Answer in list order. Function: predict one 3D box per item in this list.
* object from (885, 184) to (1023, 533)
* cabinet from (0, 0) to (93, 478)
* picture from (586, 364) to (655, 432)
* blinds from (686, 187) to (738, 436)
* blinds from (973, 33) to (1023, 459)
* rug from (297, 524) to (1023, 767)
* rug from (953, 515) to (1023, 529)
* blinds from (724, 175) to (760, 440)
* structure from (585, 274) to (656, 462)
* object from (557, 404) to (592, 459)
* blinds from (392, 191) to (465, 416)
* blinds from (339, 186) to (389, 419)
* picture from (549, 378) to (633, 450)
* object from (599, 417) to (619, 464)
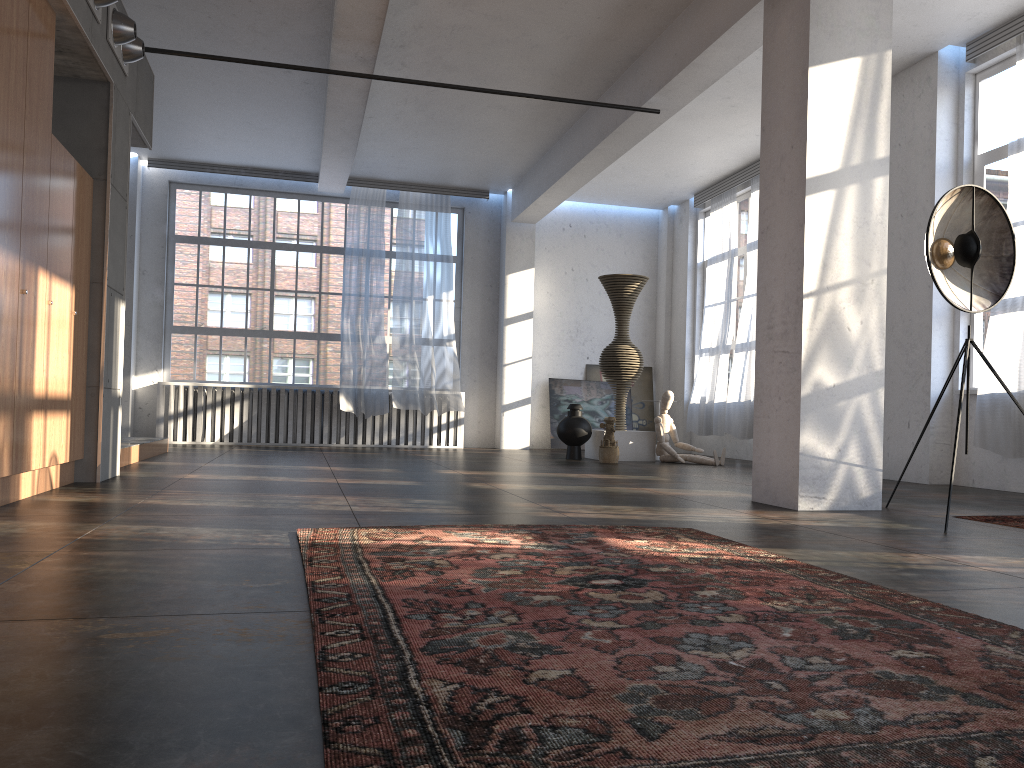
[{"bbox_3d":[2.567,-0.170,5.142,1.067,1.919,1.168,2,-1,-14],"label":"object"},{"bbox_3d":[-6.544,-0.953,3.860,8.196,2.561,2.354,2,-1,-15],"label":"cabinet"},{"bbox_3d":[1.771,0.389,14.380,1.160,1.386,0.250,2,-1,-15],"label":"picture"},{"bbox_3d":[2.907,-1.102,12.684,0.343,3.696,1.023,2,-1,-17],"label":"blinds"},{"bbox_3d":[4.249,-1.250,7.108,0.318,3.712,1.014,2,-1,-15],"label":"blinds"},{"bbox_3d":[0.306,0.621,2.681,1.875,0.029,2.854,2,-2,-14],"label":"rug"},{"bbox_3d":[3.834,0.771,3.981,1.836,0.009,3.096,2,-2,-15],"label":"rug"},{"bbox_3d":[3.195,-1.124,11.541,0.318,3.712,1.014,2,-1,-15],"label":"blinds"},{"bbox_3d":[1.392,-0.186,11.246,0.684,2.325,0.742,2,-1,-14],"label":"structure"},{"bbox_3d":[0.781,0.597,11.077,0.433,0.693,0.452,1,-1,40],"label":"object"},{"bbox_3d":[-1.219,-1.279,13.025,1.069,3.500,0.989,2,-1,-14],"label":"blinds"},{"bbox_3d":[-2.131,-1.271,12.914,0.700,3.558,0.867,2,-1,-15],"label":"blinds"},{"bbox_3d":[1.272,0.495,14.136,1.449,1.141,0.301,2,-1,-17],"label":"picture"},{"bbox_3d":[1.130,0.682,10.282,0.237,0.600,0.222,1,-1,13],"label":"object"}]
